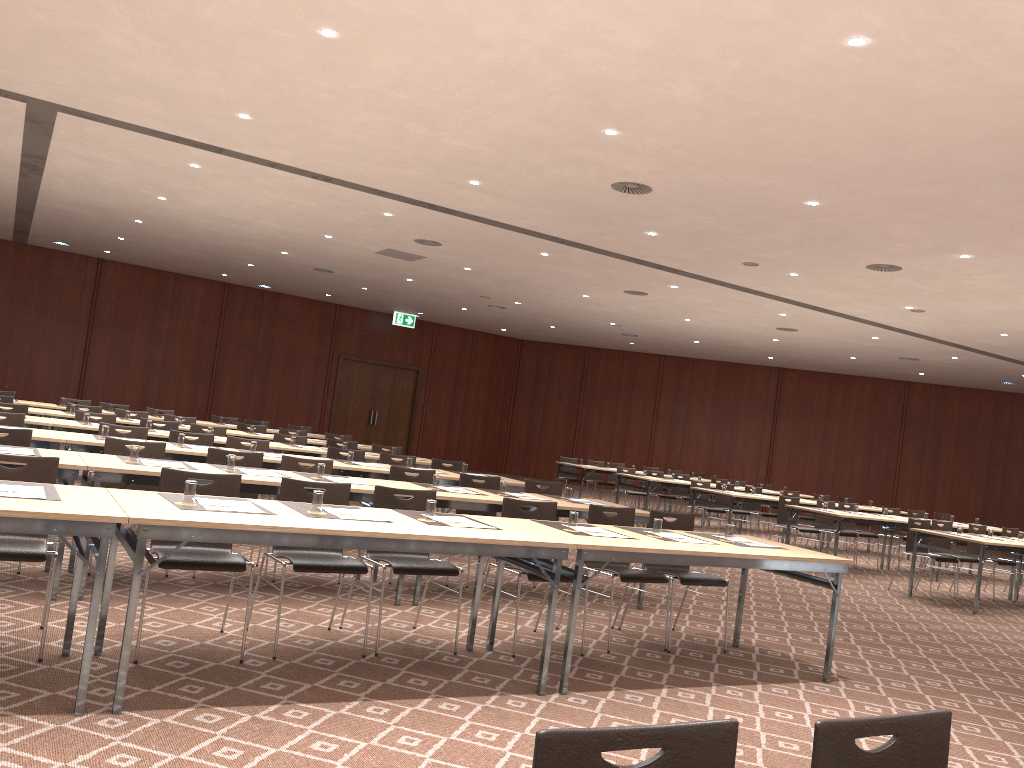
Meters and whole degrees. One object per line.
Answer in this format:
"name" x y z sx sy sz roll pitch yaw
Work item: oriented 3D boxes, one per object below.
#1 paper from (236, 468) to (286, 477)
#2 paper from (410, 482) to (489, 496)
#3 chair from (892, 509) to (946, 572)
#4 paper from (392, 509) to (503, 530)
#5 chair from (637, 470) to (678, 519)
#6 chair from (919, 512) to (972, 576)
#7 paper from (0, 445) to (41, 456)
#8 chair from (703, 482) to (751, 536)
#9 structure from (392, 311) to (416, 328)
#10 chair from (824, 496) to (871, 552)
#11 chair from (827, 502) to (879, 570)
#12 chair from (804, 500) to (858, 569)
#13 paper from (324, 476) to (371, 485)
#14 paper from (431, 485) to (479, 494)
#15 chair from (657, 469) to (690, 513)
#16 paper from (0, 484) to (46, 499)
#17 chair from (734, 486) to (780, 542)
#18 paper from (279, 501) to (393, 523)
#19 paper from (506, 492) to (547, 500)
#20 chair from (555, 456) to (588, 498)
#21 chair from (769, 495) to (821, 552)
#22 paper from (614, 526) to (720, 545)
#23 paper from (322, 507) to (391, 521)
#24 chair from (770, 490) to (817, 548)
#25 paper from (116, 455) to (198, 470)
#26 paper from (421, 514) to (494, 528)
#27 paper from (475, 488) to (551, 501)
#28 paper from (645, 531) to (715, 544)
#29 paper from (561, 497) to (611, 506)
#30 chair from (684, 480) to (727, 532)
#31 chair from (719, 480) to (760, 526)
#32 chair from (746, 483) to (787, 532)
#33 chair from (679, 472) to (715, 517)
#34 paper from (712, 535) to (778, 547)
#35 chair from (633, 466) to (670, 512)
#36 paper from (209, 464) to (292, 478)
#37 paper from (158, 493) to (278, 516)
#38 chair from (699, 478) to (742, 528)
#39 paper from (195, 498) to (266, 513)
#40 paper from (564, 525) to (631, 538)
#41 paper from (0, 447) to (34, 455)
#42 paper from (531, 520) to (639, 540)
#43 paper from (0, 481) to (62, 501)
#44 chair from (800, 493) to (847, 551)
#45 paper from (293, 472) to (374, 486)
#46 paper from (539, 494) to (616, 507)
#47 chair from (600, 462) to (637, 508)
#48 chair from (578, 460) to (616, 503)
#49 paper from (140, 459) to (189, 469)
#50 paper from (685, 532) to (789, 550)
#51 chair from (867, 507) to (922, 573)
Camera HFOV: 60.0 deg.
"paper" -1.836 0.648 6.488 0.284 0.006 0.398 9 -3 -31
"paper" -0.524 0.868 7.332 0.460 0.003 0.565 9 -3 -29
"chair" 6.687 2.546 14.460 0.536 0.939 0.613 9 -3 -28
"paper" -0.380 0.783 5.121 0.460 0.003 0.565 9 -3 -28
"chair" 2.753 2.122 16.674 0.536 0.939 0.613 9 -3 -33
"chair" 7.211 2.625 14.646 0.536 0.939 0.613 9 -3 -31
"paper" -3.311 0.417 5.724 0.460 0.003 0.565 9 -3 -31
"chair" 3.679 2.168 15.019 0.536 0.939 0.613 9 -3 -32
"structure" -2.854 -1.701 23.491 0.587 0.346 0.105 9 -3 -30
"chair" 6.268 2.584 16.459 0.536 0.939 0.613 9 -3 -27
"chair" 5.245 2.312 13.619 0.536 0.939 0.613 9 -3 -28
"chair" 4.767 2.228 13.221 0.536 0.939 0.613 9 -3 -33
"paper" -1.280 0.738 6.805 0.284 0.006 0.398 9 -3 -29
"paper" -0.460 0.872 7.307 0.284 0.006 0.398 9 -3 -29
"chair" 3.653 2.380 19.561 0.536 0.939 0.613 9 -3 -32
"paper" -2.239 0.473 3.948 0.284 0.006 0.398 9 -3 -29
"chair" 4.235 2.255 15.274 0.536 0.939 0.613 9 -3 -33
"paper" -0.956 0.689 4.779 0.460 0.003 0.565 9 -3 -29
"paper" 0.111 0.964 7.633 0.284 0.006 0.398 9 -3 -29
"chair" 1.194 1.981 18.128 0.536 0.939 0.613 9 -3 -28
"chair" 4.134 2.131 12.971 0.536 0.939 0.613 9 -3 -30
"paper" 1.025 1.010 5.926 0.460 0.003 0.565 9 -3 -28
"paper" -0.851 0.699 4.776 0.284 0.006 0.398 9 -3 -30
"chair" 5.059 2.392 15.824 0.536 0.939 0.613 9 -3 -30
"paper" -2.488 0.551 6.206 0.460 0.003 0.565 9 -3 -31
"paper" -0.310 0.786 5.074 0.284 0.006 0.398 9 -3 -32
"paper" 0.002 0.955 7.673 0.460 0.003 0.565 9 -3 -29
"paper" 1.098 1.013 5.862 0.284 0.006 0.398 9 -3 -29
"paper" 0.664 1.054 7.951 0.284 0.006 0.398 9 -3 -33
"chair" 3.170 2.079 14.603 0.536 0.939 0.613 9 -3 -31
"chair" 4.627 2.431 17.886 0.536 0.939 0.613 9 -3 -28
"chair" 5.268 2.532 18.190 0.536 0.939 0.613 9 -3 -31
"chair" 4.215 2.475 19.959 0.536 0.939 0.613 9 -3 -31
"paper" 1.638 1.102 6.218 0.284 0.006 0.398 9 -3 -31
"chair" 3.073 2.289 19.294 0.536 0.939 0.613 9 -3 -27
"paper" -1.938 0.641 6.543 0.460 0.003 0.565 9 -3 -33
"paper" -1.487 0.602 4.457 0.460 0.003 0.565 9 -3 -32
"chair" 4.151 2.349 17.489 0.536 0.939 0.613 9 -3 -29
"paper" -1.417 0.607 4.441 0.284 0.006 0.398 9 -3 -28
"paper" 0.525 0.920 5.542 0.284 0.006 0.398 9 -3 -26
"paper" -3.220 0.423 5.672 0.284 0.006 0.398 9 -3 -30
"paper" 0.447 0.916 5.584 0.460 0.003 0.565 9 -3 -27
"paper" -2.302 0.470 3.992 0.460 0.003 0.565 9 -3 -30
"chair" 5.702 2.490 16.080 0.536 0.939 0.613 9 -3 -29
"paper" -1.386 0.728 6.827 0.460 0.003 0.565 9 -3 -31
"paper" 0.581 1.048 7.989 0.460 0.003 0.565 9 -3 -31
"chair" 2.284 2.161 18.834 0.536 0.939 0.613 9 -3 -33
"chair" 1.793 2.076 18.428 0.536 0.939 0.613 9 -3 -32
"paper" -2.419 0.553 6.154 0.284 0.006 0.398 9 -3 -27
"paper" 1.566 1.096 6.216 0.460 0.003 0.565 9 -3 -31
"chair" 6.099 2.447 14.047 0.536 0.939 0.613 9 -3 -28
